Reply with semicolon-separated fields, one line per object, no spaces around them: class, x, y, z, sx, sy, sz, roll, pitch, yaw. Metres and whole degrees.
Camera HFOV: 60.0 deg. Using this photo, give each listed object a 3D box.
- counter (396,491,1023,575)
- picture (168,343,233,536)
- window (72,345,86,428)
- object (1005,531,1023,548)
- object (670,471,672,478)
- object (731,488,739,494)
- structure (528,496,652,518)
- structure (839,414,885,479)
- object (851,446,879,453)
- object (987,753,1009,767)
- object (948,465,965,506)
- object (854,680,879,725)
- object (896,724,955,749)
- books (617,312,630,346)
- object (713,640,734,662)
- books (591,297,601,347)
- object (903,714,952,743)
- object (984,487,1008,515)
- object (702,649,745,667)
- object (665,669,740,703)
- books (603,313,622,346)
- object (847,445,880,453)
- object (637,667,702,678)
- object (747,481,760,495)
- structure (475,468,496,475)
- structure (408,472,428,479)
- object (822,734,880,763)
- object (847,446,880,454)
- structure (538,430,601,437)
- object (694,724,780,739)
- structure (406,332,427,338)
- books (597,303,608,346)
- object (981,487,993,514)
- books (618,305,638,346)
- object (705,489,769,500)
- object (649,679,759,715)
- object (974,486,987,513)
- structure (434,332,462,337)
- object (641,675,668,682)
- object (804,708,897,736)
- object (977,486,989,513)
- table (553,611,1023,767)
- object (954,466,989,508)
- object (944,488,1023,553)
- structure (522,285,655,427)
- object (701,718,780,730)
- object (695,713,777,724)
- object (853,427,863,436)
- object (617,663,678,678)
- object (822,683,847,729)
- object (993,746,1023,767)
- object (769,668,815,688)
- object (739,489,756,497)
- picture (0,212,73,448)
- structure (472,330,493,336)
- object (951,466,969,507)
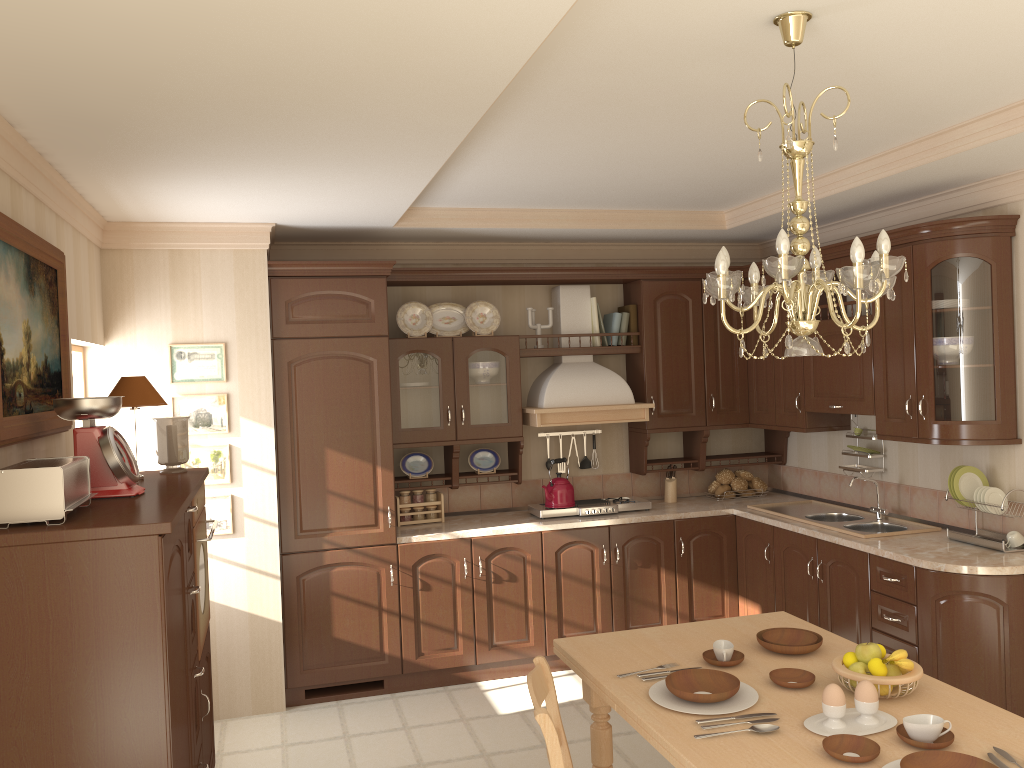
counter;0.803;0.791;4.504;2.603;0.034;2.422;-2;1;-15
picture;-1.558;0.280;4.441;0.268;0.964;0.010;-2;1;-15
window;-1.980;0.372;3.933;0.050;1.100;0.765;-2;1;-15
object;2.233;0.687;3.927;0.073;0.072;0.085;-2;1;39
object;1.030;0.612;5.733;0.016;0.158;0.051;-2;1;37
object;1.475;0.681;5.777;0.114;0.094;0.098;-3;1;-35
structure;0.477;0.737;5.338;0.710;0.054;0.325;-2;1;-15
structure;1.951;0.342;4.962;0.131;0.361;0.256;-2;1;-15
object;1.948;0.364;4.916;0.167;0.051;0.174;-2;1;-15
object;1.094;0.852;1.934;0.023;0.008;0.221;-2;1;0
object;2.123;0.476;4.151;0.193;0.188;0.047;-2;1;-14
object;0.901;0.805;2.255;0.058;0.104;0.058;-3;1;-37
object;0.986;0.844;2.116;0.126;0.026;0.127;-3;1;-24
books;0.673;-0.341;5.585;0.080;0.209;0.205;-2;1;-15
object;0.651;0.832;2.728;0.063;0.055;0.119;-2;1;14
books;0.498;-0.383;5.545;0.042;0.305;0.194;-2;1;-15
object;0.993;0.827;2.116;0.119;0.055;0.063;-2;1;-1
object;2.170;0.525;3.976;0.123;0.119;0.034;-2;1;-15
object;0.652;0.848;2.735;0.126;0.026;0.127;-2;1;12
object;0.530;0.847;2.466;0.204;0.042;0.204;-2;1;-15
books;0.621;-0.339;5.580;0.086;0.209;0.205;-2;1;-15
object;1.949;0.361;4.916;0.167;0.051;0.174;-2;1;-15
object;0.474;0.865;2.668;0.212;0.008;0.018;-2;1;-16
object;1.566;0.676;5.792;0.091;0.100;0.125;-2;1;-20
structure;-0.162;0.475;5.346;0.110;0.126;0.080;-2;1;-15
structure;-0.559;0.492;5.239;0.110;0.126;0.080;-2;1;-15
object;0.788;0.852;2.061;0.126;0.026;0.127;-3;1;-24
object;1.947;0.367;4.916;0.167;0.051;0.174;-2;1;-15
structure;0.367;0.311;5.610;0.422;0.020;0.008;-2;1;-15
object;0.561;0.867;2.209;0.219;0.011;0.047;-2;1;-6
structure;-0.560;-0.330;5.175;0.110;0.126;0.080;-2;1;-15
books;0.534;-0.367;5.562;0.068;0.271;0.194;-2;1;-15
object;2.165;0.525;3.996;0.123;0.119;0.034;-2;1;-15
books;0.735;-0.366;5.604;0.052;0.254;0.205;-2;1;-15
object;1.453;0.705;5.740;0.364;0.060;0.199;-2;1;-15
object;0.531;0.865;2.466;0.299;0.009;0.299;-2;1;-17
object;2.154;0.524;4.037;0.123;0.119;0.034;-2;1;-15
structure;-0.383;-0.338;5.281;0.154;0.126;0.080;-2;1;-15
object;0.487;0.866;2.632;0.218;0.008;0.022;-2;1;-13
object;0.855;0.857;2.242;0.245;0.005;0.157;-2;1;-19
object;2.159;0.524;4.017;0.123;0.119;0.034;-2;1;-13
table;0.797;1.248;2.420;0.900;0.774;1.567;-2;1;-15
object;2.132;0.476;4.115;0.193;0.188;0.047;-2;1;-14
object;2.161;0.592;4.020;0.172;0.275;0.359;-2;1;-14
structure;0.417;-0.186;5.409;0.753;0.845;0.455;-2;1;-15
object;0.586;0.868;2.268;0.216;0.004;0.022;-2;1;-10
object;0.581;0.866;2.303;0.221;0.008;0.023;-2;1;-10
object;1.958;0.269;5.008;0.044;0.051;0.049;-1;1;43
object;0.414;0.869;2.694;0.218;0.004;0.028;-3;1;-25
object;0.813;0.809;2.239;0.058;0.104;0.058;-3;1;-37
object;1.131;0.851;1.972;0.022;0.004;0.216;-2;1;0
object;0.801;0.846;2.534;0.127;0.026;0.126;-2;1;40
object;1.519;0.703;5.734;0.103;0.060;0.105;-2;1;-20
picture;-1.564;-0.163;2.889;0.036;0.687;0.990;-2;1;-15
structure;-0.175;-0.345;5.281;0.110;0.126;0.080;-2;1;-15
object;2.128;0.476;4.133;0.193;0.188;0.047;-2;1;-14
